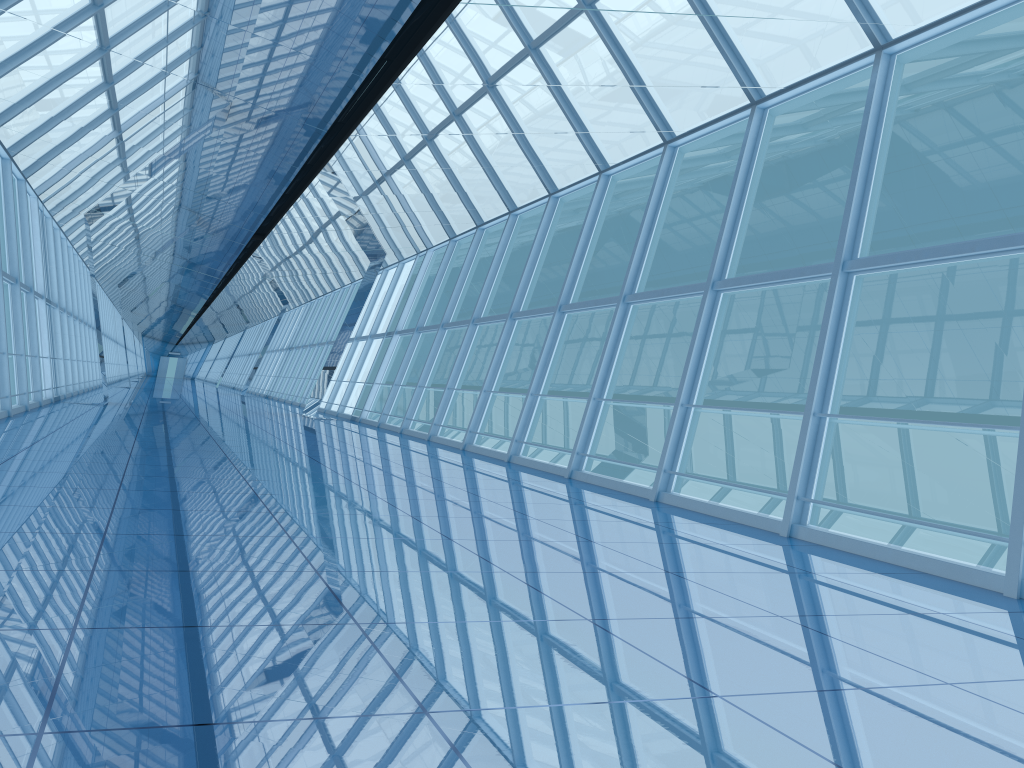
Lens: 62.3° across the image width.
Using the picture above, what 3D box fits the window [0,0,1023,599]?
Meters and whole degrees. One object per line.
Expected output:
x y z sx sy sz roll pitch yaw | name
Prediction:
-17.560 -2.186 46.294 9.776 4.937 107.191 6 -1 -23 | window
